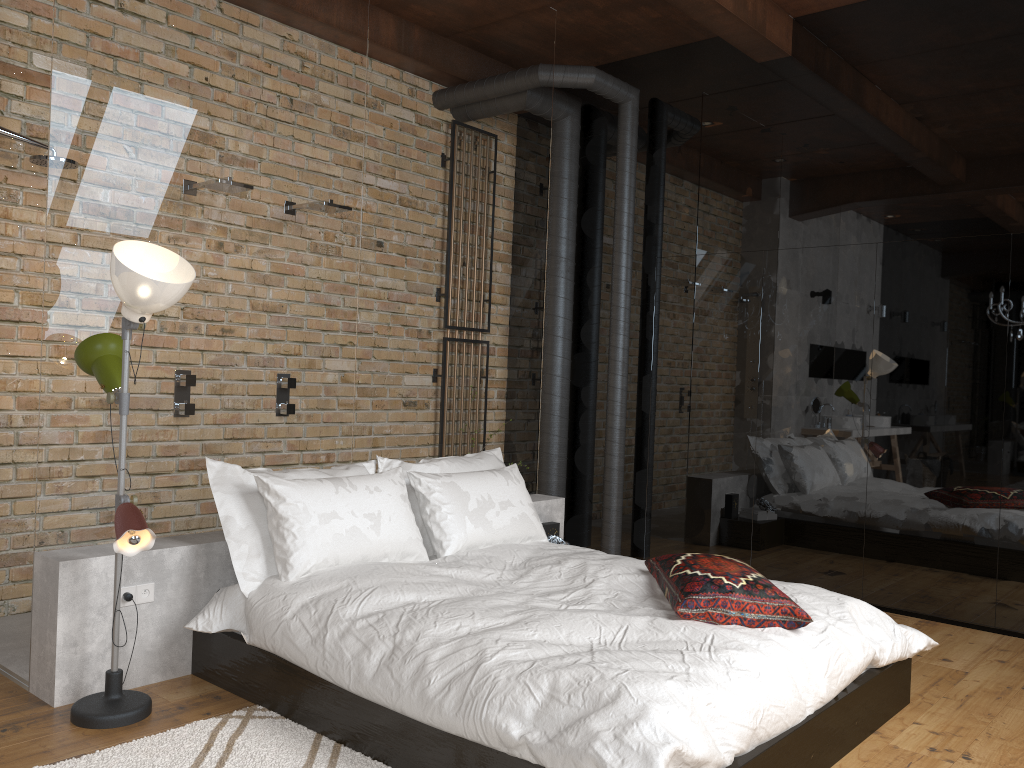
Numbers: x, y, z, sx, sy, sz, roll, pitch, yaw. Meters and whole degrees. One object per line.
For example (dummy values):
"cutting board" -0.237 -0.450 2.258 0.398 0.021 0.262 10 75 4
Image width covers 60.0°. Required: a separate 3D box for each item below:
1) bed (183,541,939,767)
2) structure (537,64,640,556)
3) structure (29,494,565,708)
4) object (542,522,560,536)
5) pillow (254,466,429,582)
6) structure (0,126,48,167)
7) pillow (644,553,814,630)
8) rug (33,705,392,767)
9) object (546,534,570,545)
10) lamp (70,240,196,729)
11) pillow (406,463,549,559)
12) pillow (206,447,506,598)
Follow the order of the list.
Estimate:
"bed" 0.283 0.943 3.458 2.169 0.442 2.300 3 0 41
"structure" 0.116 -0.426 5.887 1.189 3.140 0.829 3 0 41
"structure" -0.699 0.874 4.134 0.206 0.494 2.820 3 0 41
"object" 0.205 0.864 4.941 0.067 0.178 0.116 3 1 44
"pillow" -0.664 0.549 3.539 0.276 0.397 0.744 3 0 40
"structure" -2.140 -0.168 3.838 0.217 2.005 0.457 3 0 37
"pillow" 0.760 0.735 3.230 0.453 0.157 0.748 2 0 1
"rug" -1.250 1.108 1.321 1.726 0.019 3.139 3 0 41
"object" 0.231 0.847 4.677 0.170 0.094 0.160 2 0 -38
"lamp" -1.325 0.312 2.984 0.561 1.582 0.270 3 0 38
"pillow" -0.149 0.589 4.143 0.291 0.385 0.748 3 0 40
"pillow" -0.526 0.559 3.957 0.358 0.517 1.746 3 0 40
